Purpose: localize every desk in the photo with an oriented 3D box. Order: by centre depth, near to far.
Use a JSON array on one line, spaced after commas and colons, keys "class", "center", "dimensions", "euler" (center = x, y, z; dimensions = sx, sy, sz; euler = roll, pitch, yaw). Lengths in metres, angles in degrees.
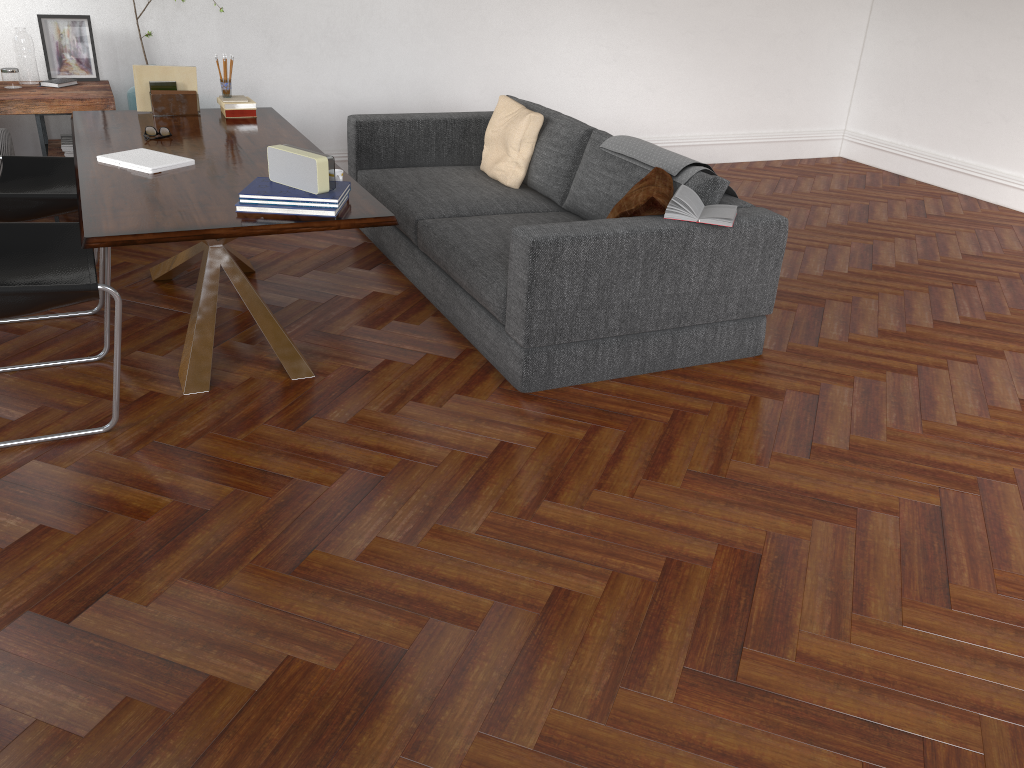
[{"class": "desk", "center": [-1.344, -0.655, 3.995], "dimensions": [1.028, 0.758, 2.209], "euler": [-9, 29, -23]}, {"class": "desk", "center": [-3.196, -1.274, 5.045], "dimensions": [1.796, 0.764, 0.642], "euler": [-9, 29, -23]}]

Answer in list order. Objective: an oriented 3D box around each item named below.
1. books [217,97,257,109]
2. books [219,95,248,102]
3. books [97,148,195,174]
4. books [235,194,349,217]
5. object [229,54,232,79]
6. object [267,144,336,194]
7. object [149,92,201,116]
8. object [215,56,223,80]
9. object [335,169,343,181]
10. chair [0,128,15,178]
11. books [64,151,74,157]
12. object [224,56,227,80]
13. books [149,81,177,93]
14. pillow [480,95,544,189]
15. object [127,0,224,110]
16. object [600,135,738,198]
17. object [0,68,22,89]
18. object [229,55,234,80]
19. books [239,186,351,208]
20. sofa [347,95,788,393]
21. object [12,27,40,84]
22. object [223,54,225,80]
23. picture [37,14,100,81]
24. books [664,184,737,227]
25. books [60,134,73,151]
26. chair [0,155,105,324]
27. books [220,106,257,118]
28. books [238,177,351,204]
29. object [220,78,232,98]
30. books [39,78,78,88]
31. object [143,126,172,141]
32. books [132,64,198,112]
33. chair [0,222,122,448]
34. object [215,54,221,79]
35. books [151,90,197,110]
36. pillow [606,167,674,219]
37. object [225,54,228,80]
[{"class": "books", "center": [-1.447, -1.476, 4.656], "dimensions": [0.164, 0.029, 0.206], "euler": [-10, 29, -25]}, {"class": "books", "center": [-1.461, -1.497, 4.653], "dimensions": [0.128, 0.008, 0.158], "euler": [-8, 29, -22]}, {"class": "books", "center": [-1.496, -0.915, 3.629], "dimensions": [0.325, 0.026, 0.229], "euler": [17, 30, 26]}, {"class": "books", "center": [-0.782, -0.656, 3.183], "dimensions": [0.347, 0.027, 0.262], "euler": [3, 26, -1]}, {"class": "object", "center": [-1.468, -1.614, 4.620], "dimensions": [0.036, 0.197, 0.008], "euler": [-3, 28, -12]}, {"class": "object", "center": [-0.753, -0.771, 3.170], "dimensions": [0.274, 0.127, 0.081], "euler": [22, 33, 33]}, {"class": "object", "center": [-1.741, -1.480, 4.565], "dimensions": [0.228, 0.168, 0.148], "euler": [-9, 29, -23]}, {"class": "object", "center": [-1.506, -1.597, 4.584], "dimensions": [0.008, 0.195, 0.049], "euler": [20, 32, 30]}, {"class": "object", "center": [-0.680, -0.784, 3.405], "dimensions": [0.064, 0.065, 0.081], "euler": [1, 27, -5]}, {"class": "chair", "center": [-2.933, -1.094, 4.546], "dimensions": [0.715, 0.907, 0.544], "euler": [-13, 31, -29]}, {"class": "books", "center": [-2.509, -1.384, 5.208], "dimensions": [0.225, 0.038, 0.306], "euler": [-9, 29, -24]}, {"class": "object", "center": [-1.479, -1.595, 4.583], "dimensions": [0.008, 0.195, 0.049], "euler": [-7, 29, -19]}, {"class": "books", "center": [-1.780, -1.468, 4.539], "dimensions": [0.128, 0.159, 0.040], "euler": [-9, 30, -23]}, {"class": "pillow", "center": [-0.022, -1.416, 5.180], "dimensions": [0.225, 0.464, 0.482], "euler": [-9, 29, -23]}, {"class": "object", "center": [-2.069, -2.425, 5.320], "dimensions": [0.804, 2.076, 0.352], "euler": [-21, 36, -39]}, {"class": "object", "center": [0.773, -0.964, 4.332], "dimensions": [0.399, 0.391, 0.746], "euler": [-9, 29, -23]}, {"class": "object", "center": [-2.854, -1.744, 5.053], "dimensions": [0.093, 0.102, 0.092], "euler": [-14, 32, -30]}, {"class": "object", "center": [-1.462, -1.607, 4.610], "dimensions": [0.049, 0.195, 0.008], "euler": [2, 27, -2]}, {"class": "books", "center": [-0.773, -0.681, 3.184], "dimensions": [0.344, 0.017, 0.248], "euler": [3, 26, -1]}, {"class": "sofa", "center": [0.072, -0.934, 4.732], "dimensions": [1.260, 0.836, 2.625], "euler": [-9, 29, -23]}, {"class": "object", "center": [-2.833, -1.910, 5.162], "dimensions": [0.111, 0.305, 0.111], "euler": [8, 27, 9]}, {"class": "object", "center": [-1.502, -1.619, 4.626], "dimensions": [0.008, 0.196, 0.038], "euler": [3, 27, 0]}, {"class": "picture", "center": [-2.641, -2.001, 5.288], "dimensions": [0.282, 0.372, 0.022], "euler": [-9, 30, -23]}, {"class": "books", "center": [0.793, -0.747, 3.689], "dimensions": [0.278, 0.097, 0.223], "euler": [11, 27, 14]}, {"class": "books", "center": [-2.518, -1.418, 5.196], "dimensions": [0.225, 0.038, 0.306], "euler": [-9, 29, -23]}, {"class": "chair", "center": [-2.279, -0.813, 4.073], "dimensions": [0.744, 0.880, 0.747], "euler": [-9, 29, -23]}, {"class": "books", "center": [-1.441, -1.443, 4.667], "dimensions": [0.159, 0.040, 0.214], "euler": [-8, 29, -21]}, {"class": "books", "center": [-0.772, -0.696, 3.176], "dimensions": [0.344, 0.017, 0.248], "euler": [3, 26, -1]}, {"class": "object", "center": [-1.493, -1.547, 4.637], "dimensions": [0.058, 0.092, 0.058], "euler": [-17, 33, -34]}, {"class": "books", "center": [-2.666, -1.766, 5.199], "dimensions": [0.129, 0.031, 0.212], "euler": [8, 27, 10]}, {"class": "object", "center": [-1.643, -1.145, 4.043], "dimensions": [0.114, 0.048, 0.132], "euler": [16, 29, 24]}, {"class": "books", "center": [-1.778, -1.520, 4.565], "dimensions": [0.309, 0.241, 0.042], "euler": [-9, 30, -23]}, {"class": "chair", "center": [-1.793, -0.317, 3.134], "dimensions": [0.744, 0.880, 0.747], "euler": [-9, 29, -23]}, {"class": "object", "center": [-1.517, -1.611, 4.606], "dimensions": [0.032, 0.197, 0.008], "euler": [12, 28, 16]}, {"class": "books", "center": [-1.723, -1.435, 4.529], "dimensions": [0.221, 0.126, 0.028], "euler": [-9, 30, -23]}, {"class": "pillow", "center": [0.530, -0.724, 3.919], "dimensions": [0.330, 0.400, 0.466], "euler": [8, 27, 10]}, {"class": "object", "center": [-1.491, -1.619, 4.630], "dimensions": [0.008, 0.195, 0.044], "euler": [5, 27, 4]}]
